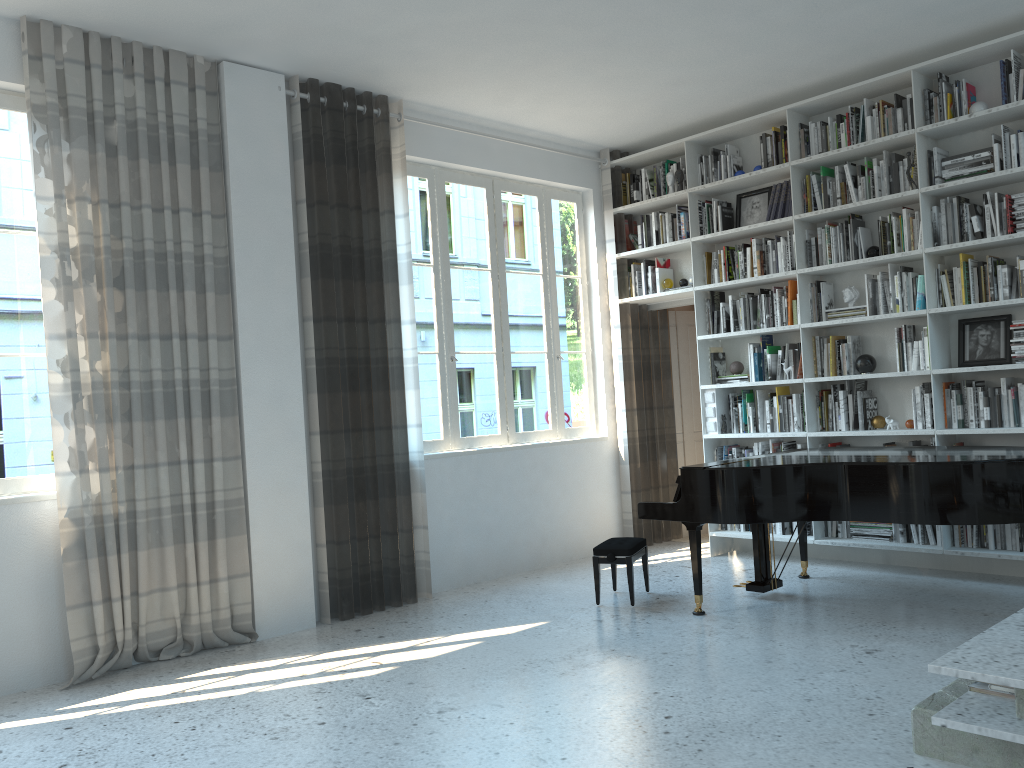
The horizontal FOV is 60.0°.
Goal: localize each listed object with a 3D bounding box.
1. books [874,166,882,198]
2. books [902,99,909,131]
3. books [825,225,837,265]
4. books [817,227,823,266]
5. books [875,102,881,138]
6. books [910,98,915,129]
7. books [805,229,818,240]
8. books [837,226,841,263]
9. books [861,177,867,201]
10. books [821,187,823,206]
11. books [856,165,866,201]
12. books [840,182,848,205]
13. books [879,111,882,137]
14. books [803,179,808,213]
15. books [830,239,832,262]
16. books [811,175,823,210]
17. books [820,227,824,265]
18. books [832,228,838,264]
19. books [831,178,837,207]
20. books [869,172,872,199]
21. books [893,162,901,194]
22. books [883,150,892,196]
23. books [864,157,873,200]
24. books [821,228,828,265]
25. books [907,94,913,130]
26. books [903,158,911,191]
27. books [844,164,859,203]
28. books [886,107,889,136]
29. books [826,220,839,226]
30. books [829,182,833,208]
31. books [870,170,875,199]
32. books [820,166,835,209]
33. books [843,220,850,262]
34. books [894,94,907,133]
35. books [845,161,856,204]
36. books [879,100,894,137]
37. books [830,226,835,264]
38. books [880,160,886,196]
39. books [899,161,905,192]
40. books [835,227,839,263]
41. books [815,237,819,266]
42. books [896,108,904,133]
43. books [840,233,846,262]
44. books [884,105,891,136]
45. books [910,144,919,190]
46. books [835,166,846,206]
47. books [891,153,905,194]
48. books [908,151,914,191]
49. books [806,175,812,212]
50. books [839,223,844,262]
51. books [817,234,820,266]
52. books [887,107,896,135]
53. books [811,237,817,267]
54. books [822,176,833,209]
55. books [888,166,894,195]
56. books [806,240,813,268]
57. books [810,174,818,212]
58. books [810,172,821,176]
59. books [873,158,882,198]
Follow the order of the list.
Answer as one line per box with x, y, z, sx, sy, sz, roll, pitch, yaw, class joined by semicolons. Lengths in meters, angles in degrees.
2.401;-1.287;5.741;0.191;0.226;0.021;-3;-1;-43;books
2.522;-1.670;5.612;0.149;0.237;0.026;-3;-1;-43;books
2.177;-0.928;5.999;0.183;0.283;0.010;-3;-1;-43;books
2.142;-0.923;6.053;0.151;0.279;0.026;-3;-1;-43;books
2.404;-1.676;5.746;0.156;0.269;0.014;-3;-1;-43;books
2.551;-1.667;5.563;0.172;0.225;0.026;-3;-1;-43;books
2.085;-0.920;6.135;0.159;0.285;0.012;-3;-1;-43;books
2.233;-0.922;5.943;0.180;0.261;0.009;-3;-1;-43;books
2.345;-1.258;5.819;0.168;0.180;0.028;-3;-1;-43;books
2.148;-1.281;6.029;0.157;0.260;0.011;-3;-1;-43;books
2.329;-1.299;5.844;0.168;0.265;0.027;-3;-1;-43;books
2.253;-1.250;5.932;0.160;0.180;0.034;-3;-1;-43;books
2.427;-1.650;5.736;0.141;0.213;0.029;-3;-1;-43;books
2.058;-1.272;6.109;0.174;0.256;0.023;-3;-1;-43;books
2.205;-0.882;5.996;0.149;0.186;0.029;-3;-1;-43;books
2.127;-1.287;6.062;0.168;0.274;0.067;-3;-1;-43;books
2.152;-0.922;6.037;0.157;0.276;0.012;-3;-1;-43;books
2.206;-0.915;5.960;0.184;0.251;0.012;-3;-1;-43;books
2.207;-1.266;5.965;0.157;0.219;0.029;-3;-1;-43;books
2.389;-1.277;5.809;0.128;0.212;0.024;-3;-1;-43;books
2.491;-1.290;5.655;0.182;0.218;0.030;-3;-1;-43;books
2.441;-1.334;5.702;0.183;0.313;0.011;-3;-1;-43;books
2.355;-1.323;5.805;0.145;0.308;0.012;-3;-1;-43;books
2.165;-0.916;6.025;0.177;0.262;0.024;-3;-1;-43;books
2.546;-1.684;5.598;0.151;0.261;0.030;-3;-1;-43;books
2.537;-1.303;5.633;0.153;0.237;0.025;-3;-1;-43;books
2.283;-1.306;5.871;0.178;0.285;0.075;-3;-1;-43;books
2.441;-1.649;5.672;0.178;0.207;0.013;-3;-1;-43;books
2.185;-0.945;6.022;0.154;0.317;0.011;-3;-1;-43;books
2.195;-1.256;5.989;0.153;0.201;0.024;-3;-1;-43;books
2.381;-1.276;5.778;0.173;0.208;0.010;-3;-1;-43;books
2.148;-1.309;6.015;0.171;0.315;0.012;-3;-1;-43;books
2.264;-0.940;5.914;0.176;0.291;0.011;-3;-1;-43;books
2.483;-1.692;5.646;0.159;0.285;0.013;-3;-1;-43;books
2.270;-1.319;5.921;0.135;0.315;0.013;-3;-1;-43;books
2.420;-1.677;5.702;0.192;0.266;0.014;-3;-1;-43;books
2.197;-0.920;5.967;0.189;0.263;0.009;-3;-1;-43;books
2.430;-1.306;5.735;0.135;0.261;0.028;-3;-1;-43;books
2.511;-1.294;5.639;0.161;0.222;0.022;-3;-1;-43;books
2.231;-0.921;5.969;0.169;0.261;0.010;-3;-1;-43;books
2.134;-0.891;6.094;0.140;0.219;0.024;-3;-1;-43;books
2.497;-1.642;5.626;0.176;0.185;0.031;-3;-1;-43;books
2.247;-0.897;5.926;0.181;0.209;0.011;-3;-1;-43;books
2.438;-1.659;5.693;0.161;0.228;0.021;-3;-1;-43;books
2.558;-1.338;5.580;0.175;0.302;0.058;-3;-1;-43;books
2.223;-1.305;5.947;0.155;0.293;0.023;-3;-1;-43;books
2.486;-1.325;5.688;0.146;0.290;0.022;-3;-1;-43;books
2.549;-1.318;5.591;0.166;0.264;0.055;-3;-1;-43;books
2.080;-1.287;6.106;0.158;0.283;0.013;-3;-1;-43;books
2.243;-0.932;5.940;0.169;0.279;0.011;-3;-1;-43;books
2.136;-0.902;6.071;0.134;0.240;0.012;-3;-1;-43;books
2.453;-1.647;5.656;0.187;0.200;0.026;-3;-1;-43;books
2.116;-0.892;6.114;0.136;0.225;0.029;-3;-1;-43;books
2.165;-1.274;6.000;0.181;0.242;0.031;-3;-1;-43;books
2.471;-1.285;5.703;0.150;0.213;0.024;-3;-1;-43;books
2.084;-0.882;6.113;0.186;0.207;0.015;-3;-1;-43;books
2.095;-1.291;6.086;0.148;0.287;0.010;-3;-1;-43;books
2.103;-1.301;6.110;0.130;0.309;0.014;-3;-1;-43;books
2.401;-1.316;5.775;0.137;0.286;0.026;-3;-1;-43;books
